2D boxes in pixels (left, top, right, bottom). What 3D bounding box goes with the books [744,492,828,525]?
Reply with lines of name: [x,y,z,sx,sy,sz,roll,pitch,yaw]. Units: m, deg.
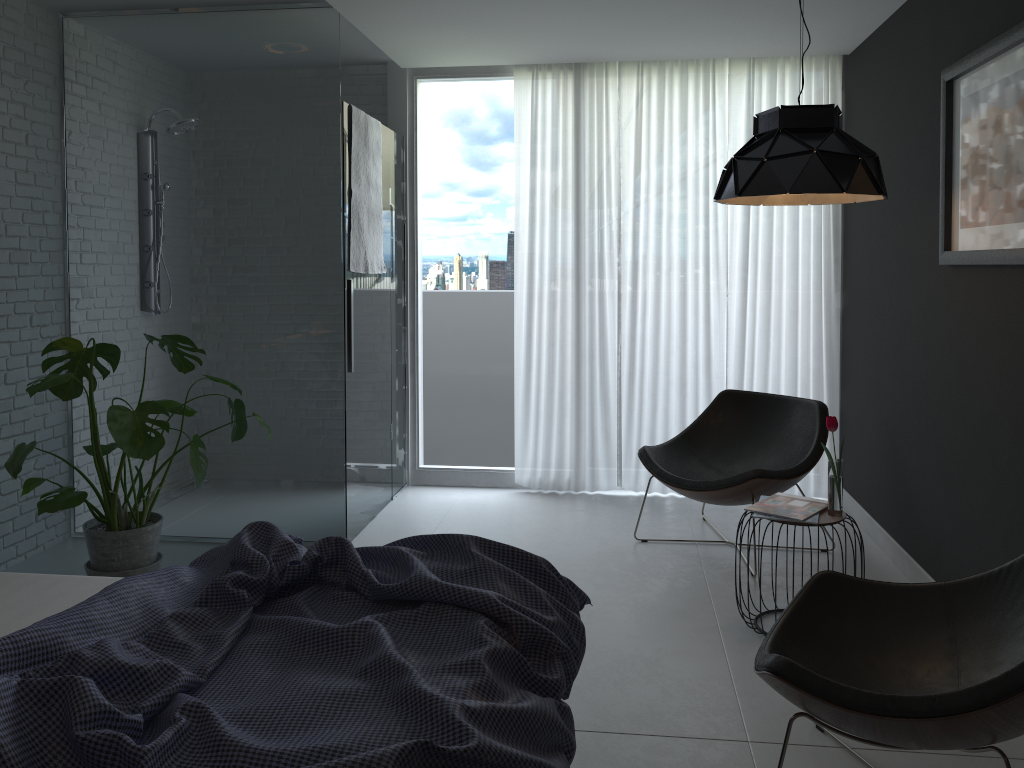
books: [-2.784,0.768,2.303,8.238,0.371,0.407,-2,6,-14]

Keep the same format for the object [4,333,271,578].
object: [-1.523,0.318,3.685,0.852,1.044,0.994,2,5,25]

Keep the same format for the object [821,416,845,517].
object: [1.152,0.295,3.167,0.066,0.354,0.077,2,4,39]

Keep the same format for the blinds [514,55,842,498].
blinds: [0.929,-0.705,5.054,1.853,2.688,0.137,0,3,7]

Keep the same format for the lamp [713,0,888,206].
lamp: [1.034,-1.111,3.159,0.583,0.899,0.610,2,5,25]

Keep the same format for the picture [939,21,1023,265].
picture: [1.500,-0.681,2.354,0.041,0.718,1.962,0,7,7]

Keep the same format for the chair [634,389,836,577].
chair: [1.065,0.422,4.217,0.816,0.688,0.792,-5,7,-40]

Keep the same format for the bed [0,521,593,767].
bed: [-1.166,0.070,1.814,2.607,2.034,2.574,1,6,7]

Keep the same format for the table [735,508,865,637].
table: [1.051,0.681,3.242,0.451,0.434,0.453,-2,5,-15]

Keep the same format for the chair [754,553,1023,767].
chair: [1.008,0.704,2.113,0.815,0.688,0.793,3,6,28]
